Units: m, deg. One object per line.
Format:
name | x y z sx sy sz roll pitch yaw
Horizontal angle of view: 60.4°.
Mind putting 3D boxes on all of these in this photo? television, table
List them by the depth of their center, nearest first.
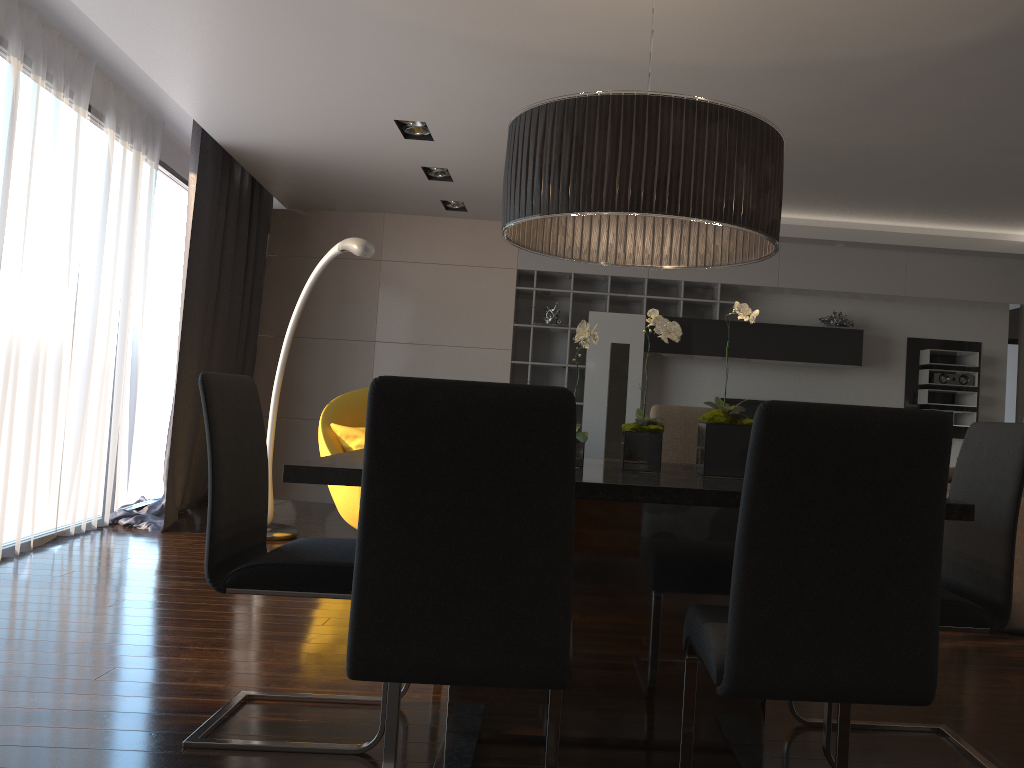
table | 0.290 0.626 2.528 1.608 0.760 1.036 4 -2 -1
television | 2.396 0.516 7.944 1.106 0.715 0.143 4 -2 -3

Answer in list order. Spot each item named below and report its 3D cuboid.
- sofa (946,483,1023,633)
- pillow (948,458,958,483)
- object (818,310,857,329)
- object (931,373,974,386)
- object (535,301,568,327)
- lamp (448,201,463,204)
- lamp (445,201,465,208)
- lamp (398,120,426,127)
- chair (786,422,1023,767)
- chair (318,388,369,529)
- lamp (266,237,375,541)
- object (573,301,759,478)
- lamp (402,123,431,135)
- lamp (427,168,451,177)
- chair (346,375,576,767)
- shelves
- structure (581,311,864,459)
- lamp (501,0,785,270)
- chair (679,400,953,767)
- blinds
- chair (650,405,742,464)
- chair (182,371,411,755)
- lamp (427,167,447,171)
sofa | 2.257 0.844 5.445 2.446 0.704 2.778 3 -1 10
pillow | 2.635 0.602 4.948 2.215 0.431 1.000 5 -2 -38
object | 2.918 -0.569 7.902 0.323 0.177 0.323 4 -2 0
object | 3.981 -0.042 7.956 0.362 0.094 0.072 4 -2 -3
object | 0.351 -0.608 7.698 0.285 0.227 0.284 4 -2 0
lamp | -0.468 -1.483 7.014 0.171 0.077 0.182 3 -2 19
lamp | -0.458 -1.478 7.194 0.173 0.077 0.180 3 -2 12
lamp | -0.575 -1.537 5.087 0.179 0.077 0.175 4 -2 -5
chair | 1.138 0.576 2.550 0.574 0.965 0.426 4 -2 -1
chair | -0.522 0.532 5.795 1.596 1.006 1.077 5 -2 -34
lamp | -1.680 0.087 6.410 0.603 1.780 4.081 5 -2 -18
object | 0.423 0.000 2.492 0.581 0.501 0.307 4 -2 -5
lamp | -0.566 -1.532 5.267 0.173 0.077 0.180 3 -2 12
lamp | -0.512 -1.505 6.230 0.173 0.077 0.180 3 -2 12
chair | -0.085 0.483 1.830 0.429 0.965 0.571 4 -2 1
shelves | 0.966 -0.124 7.769 1.931 1.601 0.377 4 -2 -3
structure | 2.060 0.348 7.760 2.898 1.767 0.477 4 -2 -3
lamp | 0.406 -0.951 2.580 0.771 1.103 0.836 3 -2 24
chair | 0.617 0.527 1.867 0.429 0.965 0.571 4 -2 1
blinds | -2.217 -0.556 3.912 0.758 2.895 7.385 4 -2 -4
chair | 0.692 0.565 3.224 0.429 0.965 0.571 4 -2 1
chair | -0.565 0.469 2.485 0.574 0.965 0.426 4 -2 -1
lamp | -0.522 -1.510 6.050 0.171 0.077 0.182 3 -2 19
